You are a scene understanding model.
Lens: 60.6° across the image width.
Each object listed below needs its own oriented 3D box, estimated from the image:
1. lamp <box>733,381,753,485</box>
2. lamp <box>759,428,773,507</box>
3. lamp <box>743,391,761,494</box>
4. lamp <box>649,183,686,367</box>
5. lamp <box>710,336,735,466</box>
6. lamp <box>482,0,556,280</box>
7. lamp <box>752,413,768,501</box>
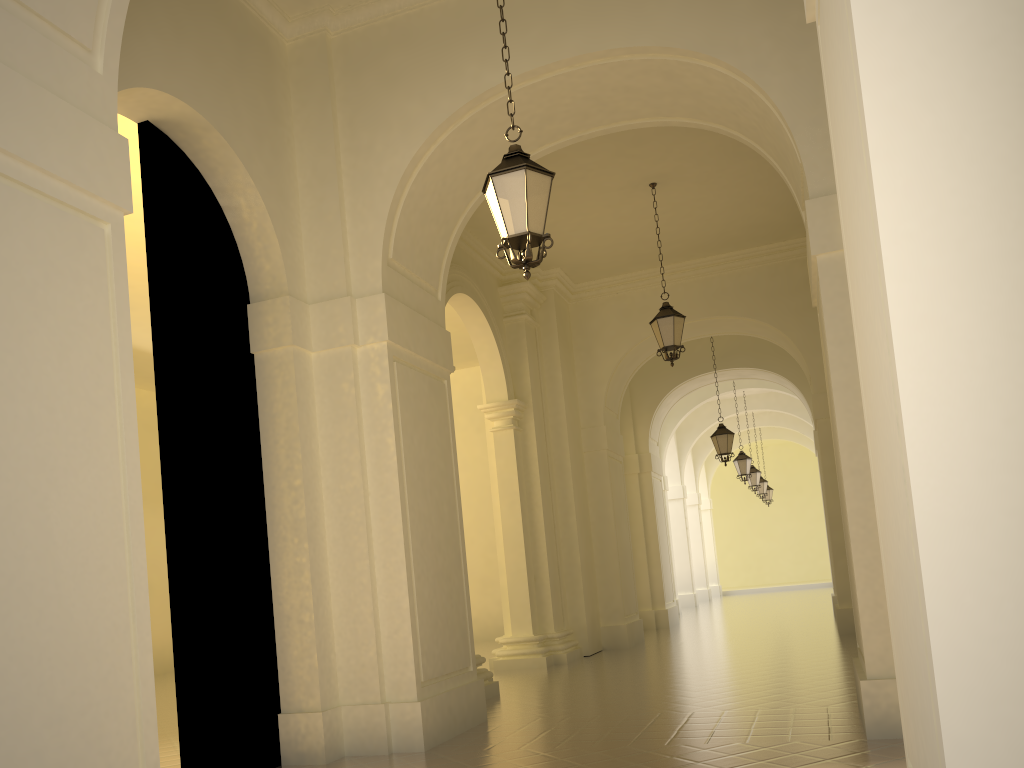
[{"bbox_3d":[5.875,0.985,22.749,0.513,3.272,0.445,-7,-4,19],"label":"lamp"},{"bbox_3d":[9.673,3.085,33.627,0.513,3.272,0.445,-7,-4,19],"label":"lamp"},{"bbox_3d":[7.159,1.695,26.427,0.513,3.272,0.445,-7,-4,19],"label":"lamp"},{"bbox_3d":[2.049,-1.486,11.918,0.509,2.536,0.448,-2,-6,-41],"label":"lamp"},{"bbox_3d":[4.211,0.065,17.983,0.441,3.272,0.517,-5,-4,-11],"label":"lamp"},{"bbox_3d":[-0.054,-2.293,5.767,0.441,3.272,0.517,-5,-4,-11],"label":"lamp"},{"bbox_3d":[8.420,2.392,30.038,0.513,3.272,0.445,-7,-4,19],"label":"lamp"}]
